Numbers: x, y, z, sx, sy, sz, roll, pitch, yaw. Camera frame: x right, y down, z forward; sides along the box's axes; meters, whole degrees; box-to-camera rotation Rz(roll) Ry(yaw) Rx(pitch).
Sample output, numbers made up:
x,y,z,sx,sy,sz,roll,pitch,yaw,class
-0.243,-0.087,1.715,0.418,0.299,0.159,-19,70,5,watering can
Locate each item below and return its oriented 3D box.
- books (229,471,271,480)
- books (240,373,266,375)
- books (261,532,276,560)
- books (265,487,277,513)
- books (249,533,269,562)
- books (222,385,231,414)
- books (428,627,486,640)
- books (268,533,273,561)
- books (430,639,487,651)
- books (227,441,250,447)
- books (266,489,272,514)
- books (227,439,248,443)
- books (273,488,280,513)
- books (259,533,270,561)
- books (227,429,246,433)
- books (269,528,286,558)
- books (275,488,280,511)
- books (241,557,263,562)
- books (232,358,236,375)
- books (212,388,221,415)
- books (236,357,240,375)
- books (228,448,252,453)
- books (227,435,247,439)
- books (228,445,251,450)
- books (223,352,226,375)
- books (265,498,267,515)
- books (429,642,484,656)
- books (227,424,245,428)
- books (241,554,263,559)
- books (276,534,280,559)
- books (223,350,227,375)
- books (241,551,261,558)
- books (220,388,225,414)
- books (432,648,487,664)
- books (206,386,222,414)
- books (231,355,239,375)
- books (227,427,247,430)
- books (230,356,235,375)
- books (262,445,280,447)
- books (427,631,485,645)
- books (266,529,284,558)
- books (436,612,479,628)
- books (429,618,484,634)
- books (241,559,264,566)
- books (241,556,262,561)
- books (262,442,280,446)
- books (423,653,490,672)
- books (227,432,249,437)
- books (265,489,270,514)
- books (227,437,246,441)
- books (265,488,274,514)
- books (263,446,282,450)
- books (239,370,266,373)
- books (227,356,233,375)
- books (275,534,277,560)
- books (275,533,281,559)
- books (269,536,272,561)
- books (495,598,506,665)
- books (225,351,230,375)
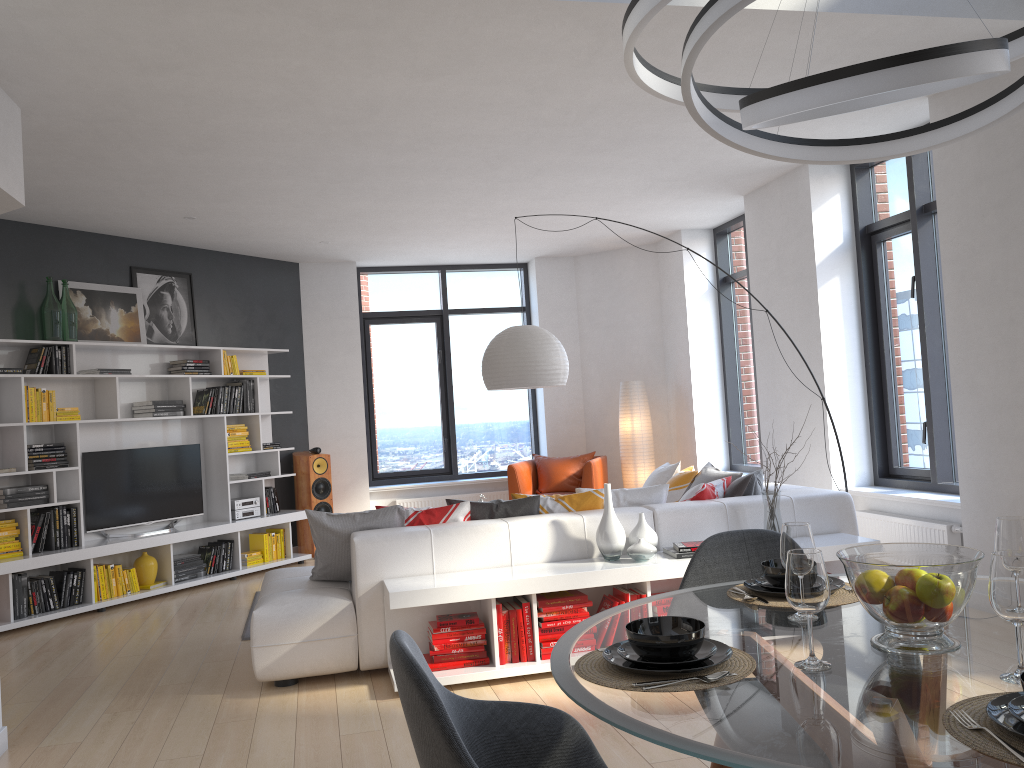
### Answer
x,y,z,sx,sy,sz,roll,pitch,yaw,class
-2.450,0.853,8.280,0.250,0.047,0.310,-5,-2,28,books
-2.475,-0.087,8.330,0.194,0.028,0.257,-5,-2,37,books
-2.283,1.513,8.266,0.185,0.250,0.035,-5,-2,32,books
-2.322,1.099,8.400,0.193,0.255,0.066,-5,-2,32,books
-2.337,1.511,8.185,0.198,0.255,0.044,-5,-2,32,books
-2.636,0.150,8.052,0.197,0.260,0.066,-5,-2,32,books
-0.276,1.226,4.417,0.269,0.028,0.179,-3,-2,-12,books
-2.299,1.513,8.244,0.180,0.251,0.019,-5,-2,32,books
-0.271,1.279,4.416,0.257,0.025,0.182,-3,-2,-13,books
-2.571,0.555,8.146,0.189,0.042,0.243,-5,-2,32,books
-2.346,1.108,8.354,0.170,0.236,0.049,-5,-2,33,books
-2.586,0.527,8.152,0.189,0.014,0.251,-5,-2,35,books
-2.299,1.104,8.421,0.177,0.242,0.066,-5,-2,32,books
-2.322,1.509,8.212,0.199,0.263,0.015,-5,-2,32,books
-2.586,0.436,8.160,0.227,0.022,0.160,-2,-3,-42,books
-2.225,1.504,8.390,0.213,0.270,0.025,-5,-2,32,books
-2.308,1.110,8.466,0.179,0.233,0.077,-5,-2,32,books
-2.391,1.600,8.079,0.148,0.011,0.196,-5,-2,32,books
-2.569,-0.155,8.086,0.108,0.161,0.046,-5,-2,31,books
-2.678,0.159,7.935,0.172,0.242,0.069,-5,-2,33,books
-2.565,-0.166,8.138,0.142,0.184,0.044,-5,-2,33,books
-2.555,0.613,8.139,0.194,0.028,0.257,-5,-2,37,books
-2.585,0.490,8.155,0.171,0.019,0.239,-5,-2,32,books
-2.566,0.588,8.142,0.203,0.024,0.257,-5,-2,35,books
-2.648,-0.188,7.990,0.161,0.229,0.041,-5,-2,31,books
-2.385,1.093,8.313,0.202,0.268,0.053,-5,-2,32,books
-0.278,1.305,4.406,0.266,0.026,0.187,-3,-2,-7,books
-2.606,0.391,8.170,0.163,0.023,0.223,-5,-2,36,books
-2.389,1.571,8.078,0.134,0.014,0.187,-5,-2,32,books
-2.252,1.521,8.310,0.172,0.234,0.024,-5,-2,32,books
-2.652,-0.185,8.019,0.163,0.224,0.041,-5,-2,30,books
-2.403,1.552,8.083,0.138,0.026,0.186,-5,-2,32,books
-2.668,0.159,7.988,0.179,0.243,0.068,-5,-2,31,books
-0.269,1.334,4.415,0.259,0.034,0.206,-3,-2,-10,books
-2.688,0.153,7.969,0.192,0.254,0.075,-5,-2,31,books
-2.570,-0.166,8.114,0.141,0.184,0.064,-5,-2,33,books
-2.580,0.413,8.166,0.163,0.023,0.223,-5,-2,36,books
-2.590,-0.164,8.077,0.128,0.178,0.044,-5,-2,32,books
-2.328,0.591,8.427,0.142,0.015,0.198,-5,-2,31,books
-0.280,1.255,4.432,0.261,0.028,0.191,-3,-2,-13,books
-2.232,1.503,8.362,0.204,0.270,0.029,-5,-2,32,books
-0.272,1.174,4.414,0.206,0.029,0.152,-3,-2,-7,books
-0.280,1.201,4.421,0.254,0.025,0.178,-3,-2,-13,books
-2.387,1.623,8.075,0.147,0.033,0.190,-5,-2,32,books
-2.378,1.585,8.065,0.113,0.018,0.169,-5,-2,33,books
-2.341,0.573,8.438,0.161,0.023,0.213,-5,-2,36,books
-0.281,1.368,4.403,0.301,0.032,0.227,-3,-2,-13,books
-2.579,0.464,8.163,0.176,0.033,0.239,-5,-2,35,books
-2.364,1.108,8.338,0.189,0.240,0.053,-5,-2,32,books
-2.575,0.509,8.135,0.145,0.023,0.217,-5,-2,36,books
-2.327,1.104,8.369,0.169,0.242,0.050,-5,-2,32,books
-2.324,0.610,8.426,0.161,0.023,0.213,-5,-2,36,books
-2.485,-0.112,8.333,0.203,0.024,0.257,-5,-2,35,books
-2.606,-0.163,8.063,0.132,0.180,0.054,-5,-2,32,books
-2.268,1.519,8.292,0.169,0.239,0.023,-5,-2,32,books
-2.241,1.521,8.334,0.172,0.234,0.024,-5,-2,32,books
-2.294,1.525,8.216,0.156,0.229,0.024,-5,-2,32,books
-0.078,1.226,4.415,0.036,0.294,0.208,-3,-2,-13,books
-2.643,-0.184,8.049,0.164,0.224,0.054,-5,-2,31,books
